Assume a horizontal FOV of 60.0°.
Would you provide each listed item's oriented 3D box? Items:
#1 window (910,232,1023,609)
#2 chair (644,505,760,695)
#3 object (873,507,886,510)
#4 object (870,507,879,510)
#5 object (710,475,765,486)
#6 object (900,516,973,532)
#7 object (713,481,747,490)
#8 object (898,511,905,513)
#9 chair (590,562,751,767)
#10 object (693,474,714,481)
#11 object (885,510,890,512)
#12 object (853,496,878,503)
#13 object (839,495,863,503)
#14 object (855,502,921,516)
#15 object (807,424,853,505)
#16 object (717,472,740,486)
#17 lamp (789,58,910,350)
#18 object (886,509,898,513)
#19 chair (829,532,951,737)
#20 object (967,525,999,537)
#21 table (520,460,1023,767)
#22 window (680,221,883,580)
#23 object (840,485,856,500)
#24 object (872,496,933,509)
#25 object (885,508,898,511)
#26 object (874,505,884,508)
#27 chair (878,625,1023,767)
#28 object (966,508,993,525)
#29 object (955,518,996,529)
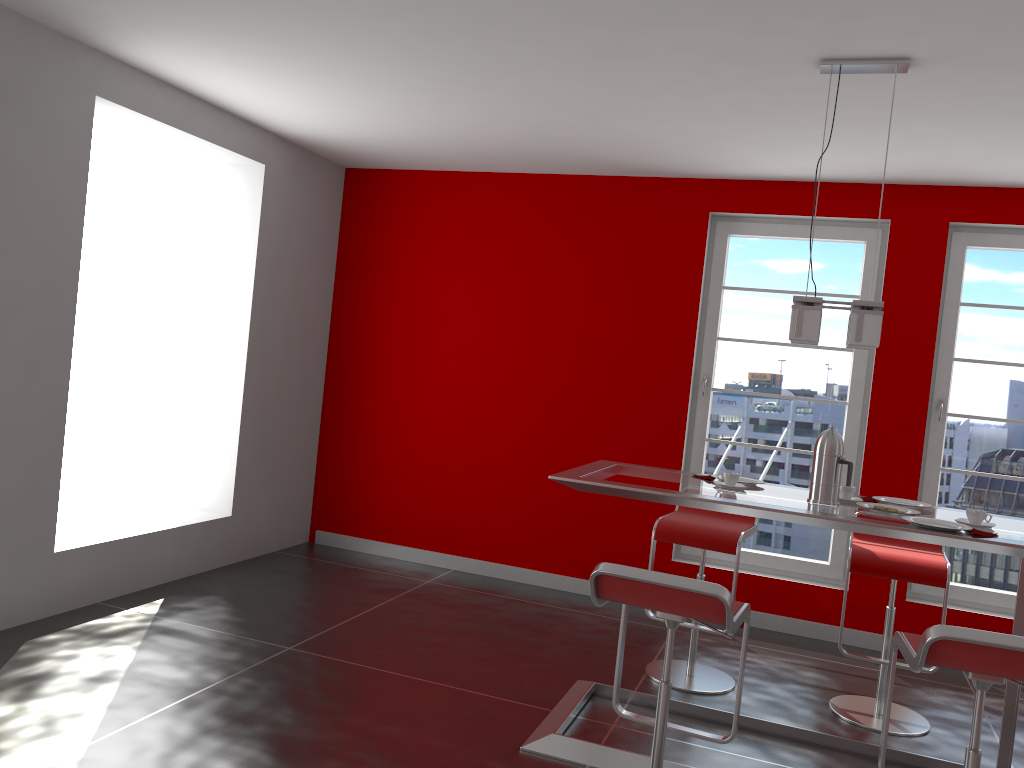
[{"bbox_3d":[2.798,0.211,4.833,0.938,2.038,0.117,6,2,19],"label":"window"},{"bbox_3d":[0.892,0.957,4.186,0.418,0.857,0.460,7,2,27],"label":"chair"},{"bbox_3d":[1.301,0.440,3.135,0.036,0.006,0.034,7,2,43],"label":"object"},{"bbox_3d":[1.285,0.444,3.147,0.034,0.006,0.036,7,2,41],"label":"object"},{"bbox_3d":[0.913,0.392,3.592,0.217,0.015,0.217,7,2,43],"label":"object"},{"bbox_3d":[1.379,0.458,2.886,0.217,0.015,0.217,5,2,-34],"label":"object"},{"bbox_3d":[0.834,0.389,3.393,0.119,0.016,0.119,6,1,-1],"label":"object"},{"bbox_3d":[1.368,0.453,3.129,0.036,0.006,0.034,6,1,3],"label":"object"},{"bbox_3d":[0.446,0.950,2.642,0.418,0.857,0.460,7,2,24],"label":"chair"},{"bbox_3d":[0.784,0.379,3.640,0.095,0.012,0.234,6,2,18],"label":"object"},{"bbox_3d":[1.324,0.448,3.136,0.036,0.006,0.034,7,2,37],"label":"object"},{"bbox_3d":[1.364,0.444,3.444,0.095,0.012,0.234,6,2,18],"label":"object"},{"bbox_3d":[1.263,0.435,3.353,0.119,0.016,0.119,6,2,17],"label":"object"},{"bbox_3d":[1.332,0.447,3.144,0.217,0.015,0.217,5,2,-34],"label":"object"},{"bbox_3d":[1.163,0.291,3.218,0.149,0.287,0.113,7,2,27],"label":"object"},{"bbox_3d":[0.831,0.365,3.398,0.078,0.049,0.062,7,2,42],"label":"object"},{"bbox_3d":[1.225,-0.653,3.231,0.304,1.025,0.304,6,2,19],"label":"lamp"},{"bbox_3d":[1.332,0.444,3.108,0.034,0.006,0.036,6,1,7],"label":"object"},{"bbox_3d":[1.675,1.045,3.933,0.418,0.857,0.460,7,2,22],"label":"chair"},{"bbox_3d":[1.506,0.475,2.835,0.095,0.012,0.234,6,2,19],"label":"object"},{"bbox_3d":[1.010,0.920,3.291,1.700,1.000,0.800,6,2,19],"label":"table"},{"bbox_3d":[1.578,0.073,5.259,0.938,2.038,0.117,6,2,19],"label":"window"},{"bbox_3d":[1.262,0.411,3.359,0.062,0.049,0.078,5,2,-31],"label":"object"},{"bbox_3d":[1.494,0.457,3.396,0.217,0.015,0.217,6,1,-5],"label":"object"},{"bbox_3d":[1.346,0.444,3.148,0.034,0.006,0.036,5,2,-34],"label":"object"},{"bbox_3d":[1.314,0.440,3.175,0.034,0.006,0.036,7,2,31],"label":"object"},{"bbox_3d":[1.229,1.039,2.363,0.418,0.857,0.460,6,2,14],"label":"chair"},{"bbox_3d":[1.583,0.453,3.012,0.078,0.049,0.062,6,2,19],"label":"object"},{"bbox_3d":[1.574,0.476,3.016,0.119,0.016,0.119,7,2,39],"label":"object"}]
